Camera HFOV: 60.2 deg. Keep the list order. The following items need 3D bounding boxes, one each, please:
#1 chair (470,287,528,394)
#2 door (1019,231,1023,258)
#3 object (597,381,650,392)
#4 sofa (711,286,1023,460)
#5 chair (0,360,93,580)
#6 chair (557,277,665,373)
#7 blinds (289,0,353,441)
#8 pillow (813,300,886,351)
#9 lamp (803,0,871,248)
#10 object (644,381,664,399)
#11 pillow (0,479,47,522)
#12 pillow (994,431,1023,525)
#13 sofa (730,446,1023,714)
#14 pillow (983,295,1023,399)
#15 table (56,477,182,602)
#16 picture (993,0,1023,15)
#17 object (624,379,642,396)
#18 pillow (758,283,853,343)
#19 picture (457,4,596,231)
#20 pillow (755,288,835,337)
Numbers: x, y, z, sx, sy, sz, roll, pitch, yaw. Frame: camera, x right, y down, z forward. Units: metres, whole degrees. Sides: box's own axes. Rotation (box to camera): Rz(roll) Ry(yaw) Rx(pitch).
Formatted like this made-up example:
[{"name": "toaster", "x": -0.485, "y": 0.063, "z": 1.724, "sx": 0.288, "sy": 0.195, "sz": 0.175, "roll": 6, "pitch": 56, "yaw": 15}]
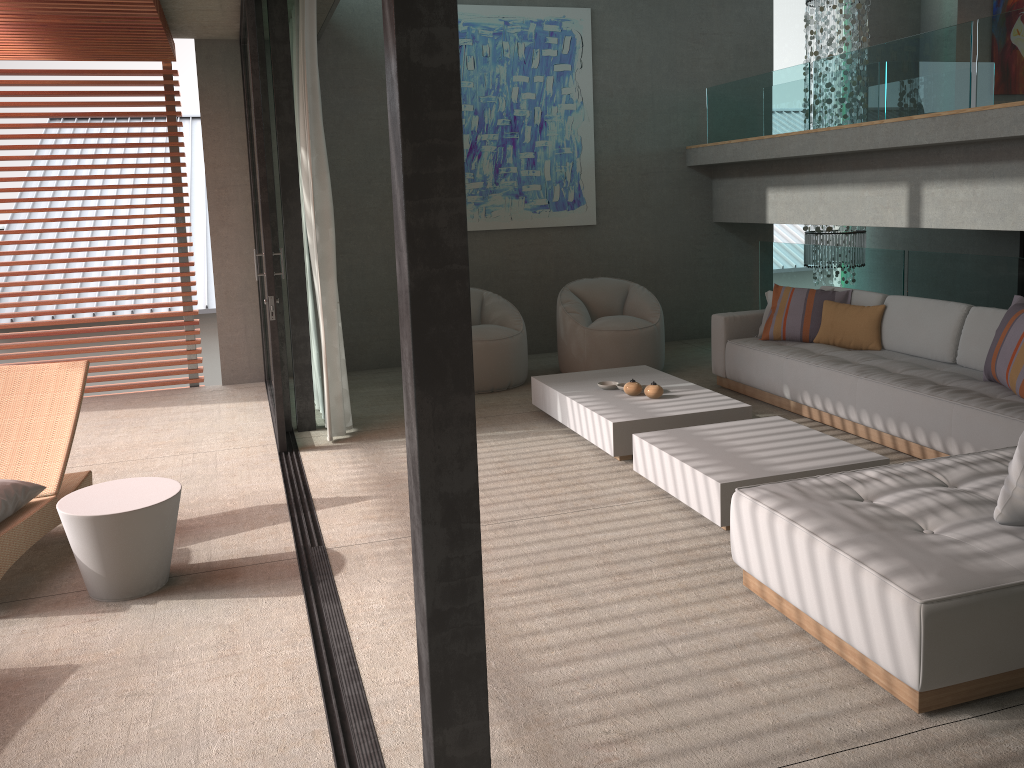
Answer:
[{"name": "chair", "x": -0.335, "y": -0.393, "z": 7.349, "sx": 0.923, "sy": 0.779, "sz": 0.931, "roll": -5, "pitch": 10, "yaw": -13}, {"name": "door", "x": 1.030, "y": 0.711, "z": 0.225, "sx": 5.802, "sy": 4.425, "sz": 15.447, "roll": 8, "pitch": 15, "yaw": 44}, {"name": "object", "x": 0.765, "y": 0.024, "z": 5.773, "sx": 0.438, "sy": 0.039, "sz": 0.156, "roll": 4, "pitch": 13, "yaw": 28}, {"name": "sofa", "x": 2.553, "y": -0.096, "z": 5.422, "sx": 1.051, "sy": 0.744, "sz": 3.498, "roll": -5, "pitch": 12, "yaw": -17}, {"name": "chair", "x": -2.387, "y": 0.536, "z": 3.323, "sx": 0.700, "sy": 0.817, "sz": 2.325, "roll": -3, "pitch": 11, "yaw": -2}, {"name": "chair", "x": 0.847, "y": -0.494, "z": 7.615, "sx": 0.922, "sy": 0.779, "sz": 0.932, "roll": -1, "pitch": 10, "yaw": 7}, {"name": "blinds", "x": -1.523, "y": -1.294, "z": 6.676, "sx": 0.223, "sy": 2.891, "sz": 2.450, "roll": -4, "pitch": 10, "yaw": -17}, {"name": "pillow", "x": 2.396, "y": -0.415, "z": 6.250, "sx": 0.464, "sy": 0.321, "sz": 0.228, "roll": 5, "pitch": 12, "yaw": 35}, {"name": "lamp", "x": 3.270, "y": -2.948, "z": 8.912, "sx": 1.005, "sy": 3.897, "sz": 1.005, "roll": -8, "pitch": 9, "yaw": -36}, {"name": "object", "x": 0.889, "y": 0.035, "z": 5.537, "sx": 0.119, "sy": 0.105, "sz": 0.121, "roll": 1, "pitch": 10, "yaw": 17}, {"name": "pillow", "x": -2.365, "y": 0.520, "z": 3.665, "sx": 0.595, "sy": 0.192, "sz": 0.601, "roll": -3, "pitch": 12, "yaw": -6}, {"name": "pillow", "x": 1.857, "y": 0.233, "z": 2.900, "sx": 0.493, "sy": 0.478, "sz": 0.268, "roll": -5, "pitch": 9, "yaw": -16}, {"name": "sofa", "x": 1.735, "y": 0.428, "z": 3.144, "sx": 1.599, "sy": 0.725, "sz": 1.024, "roll": -6, "pitch": 11, "yaw": -17}, {"name": "pillow", "x": 2.765, "y": -0.191, "z": 4.755, "sx": 0.311, "sy": 0.489, "sz": 0.746, "roll": -1, "pitch": 11, "yaw": 6}, {"name": "table", "x": -1.610, "y": 0.651, "z": 3.677, "sx": 0.477, "sy": 0.389, "sz": 0.478, "roll": -9, "pitch": 12, "yaw": -35}, {"name": "picture", "x": 5.856, "y": -3.745, "z": 9.472, "sx": 1.754, "sy": 1.237, "sz": 0.030, "roll": -5, "pitch": 8, "yaw": -17}, {"name": "object", "x": 0.771, "y": 0.019, "z": 5.636, "sx": 0.119, "sy": 0.105, "sz": 0.121, "roll": -4, "pitch": 10, "yaw": -12}, {"name": "pillow", "x": 2.174, "y": -0.514, "z": 6.537, "sx": 0.656, "sy": 0.437, "sz": 0.344, "roll": 3, "pitch": 10, "yaw": 26}, {"name": "picture", "x": -0.038, "y": -2.483, "z": 8.286, "sx": 1.723, "sy": 2.027, "sz": 0.030, "roll": -5, "pitch": 8, "yaw": -17}, {"name": "pillow", "x": 2.174, "y": -0.514, "z": 6.737, "sx": 0.618, "sy": 0.416, "sz": 0.315, "roll": 2, "pitch": 10, "yaw": 19}]
